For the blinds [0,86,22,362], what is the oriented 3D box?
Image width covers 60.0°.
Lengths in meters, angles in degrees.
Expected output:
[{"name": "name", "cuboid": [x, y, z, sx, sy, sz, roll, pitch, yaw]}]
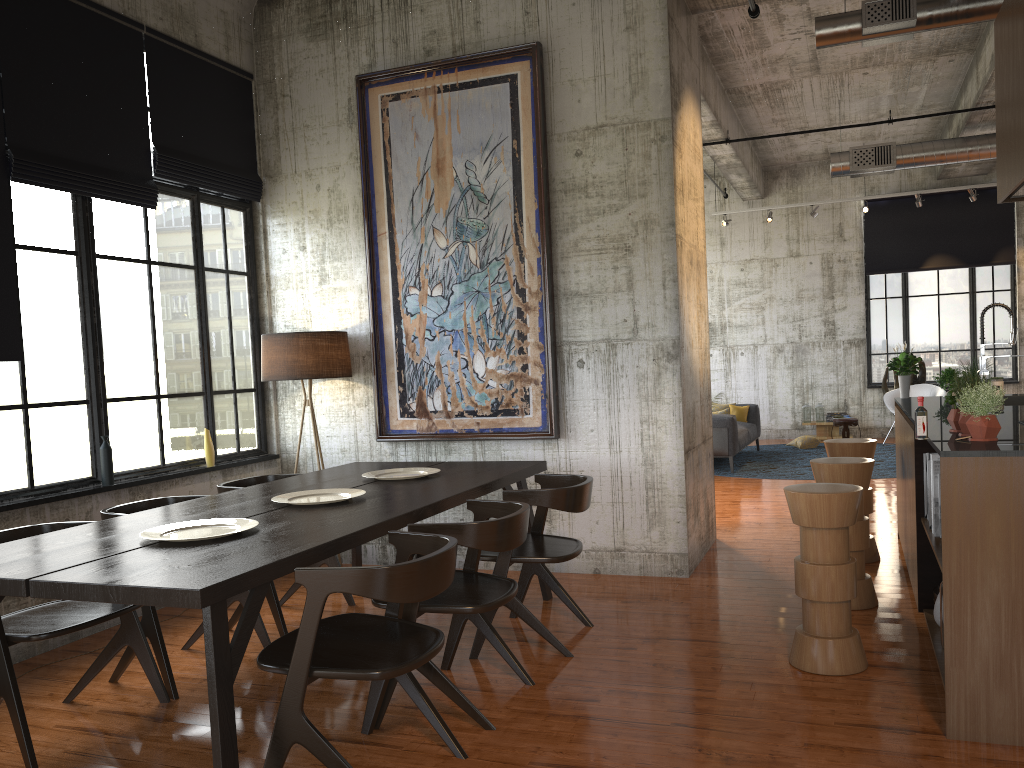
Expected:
[{"name": "blinds", "cuboid": [-3.403, -1.388, 5.023, 0.034, 2.538, 1.213, -2, 3, 21]}]

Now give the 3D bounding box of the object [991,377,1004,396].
[{"name": "object", "cuboid": [4.064, 0.019, 7.424, 0.107, 0.158, 0.107, -4, 3, -34]}]

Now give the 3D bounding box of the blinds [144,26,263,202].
[{"name": "blinds", "cuboid": [-2.511, -2.181, 7.342, 0.052, 1.144, 1.294, -2, 2, 21]}]

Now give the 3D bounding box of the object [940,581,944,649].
[{"name": "object", "cuboid": [2.341, 1.190, 4.693, 0.137, 0.433, 0.137, -1, 4, 32]}]

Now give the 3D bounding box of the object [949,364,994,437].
[{"name": "object", "cuboid": [2.245, 0.070, 4.349, 0.186, 0.368, 0.196, -4, 3, -29]}]

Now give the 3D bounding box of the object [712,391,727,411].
[{"name": "object", "cuboid": [1.439, 0.420, 9.210, 1.888, 2.067, 1.510, -1, 3, 44]}]

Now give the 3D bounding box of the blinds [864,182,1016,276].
[{"name": "blinds", "cuboid": [7.690, -2.790, 16.010, 2.444, 1.466, 0.150, -2, 3, 21]}]

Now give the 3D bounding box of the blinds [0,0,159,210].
[{"name": "blinds", "cuboid": [-2.965, -2.004, 6.146, 0.052, 1.400, 1.252, -2, 3, 21]}]

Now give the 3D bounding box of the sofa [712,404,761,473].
[{"name": "sofa", "cuboid": [3.141, 0.825, 14.279, 1.362, 0.862, 2.999, -2, 2, 23]}]

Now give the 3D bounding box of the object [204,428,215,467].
[{"name": "object", "cuboid": [-2.478, 0.517, 7.255, 0.073, 0.319, 0.074, -4, 3, -17]}]

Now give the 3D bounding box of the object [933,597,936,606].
[{"name": "object", "cuboid": [2.620, 1.328, 5.261, 0.216, 0.105, 0.215, -2, 2, 31]}]

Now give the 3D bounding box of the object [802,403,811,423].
[{"name": "object", "cuboid": [5.541, 0.544, 16.647, 0.163, 0.362, 0.162, -2, 3, 19]}]

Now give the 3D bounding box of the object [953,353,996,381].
[{"name": "object", "cuboid": [3.920, -0.088, 7.496, 0.361, 0.382, 0.305, -4, 3, -35]}]

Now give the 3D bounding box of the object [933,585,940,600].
[{"name": "object", "cuboid": [2.617, 1.274, 5.257, 0.216, 0.128, 0.217, -2, 2, 16]}]

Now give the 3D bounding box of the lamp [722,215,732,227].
[{"name": "lamp", "cuboid": [3.966, -3.016, 16.426, 0.260, 0.211, 0.102, -4, 3, -34]}]

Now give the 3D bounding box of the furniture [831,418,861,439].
[{"name": "furniture", "cuboid": [5.900, 0.842, 15.663, 0.431, 0.478, 0.431, -4, 3, -24]}]

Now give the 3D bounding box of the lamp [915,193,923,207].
[{"name": "lamp", "cuboid": [6.981, -3.138, 15.212, 0.165, 0.251, 0.102, -5, 4, -44]}]

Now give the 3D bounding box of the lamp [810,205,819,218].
[{"name": "lamp", "cuboid": [5.409, -3.074, 15.852, 0.182, 0.241, 0.102, -2, 3, 16]}]

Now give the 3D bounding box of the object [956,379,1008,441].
[{"name": "object", "cuboid": [2.182, 0.120, 4.121, 0.221, 0.284, 0.210, -1, 3, 29]}]

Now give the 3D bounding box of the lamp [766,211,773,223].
[{"name": "lamp", "cuboid": [4.699, -3.044, 16.160, 0.102, 0.228, 0.198, -1, 3, 31]}]

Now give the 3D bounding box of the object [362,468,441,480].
[{"name": "object", "cuboid": [-0.744, 0.608, 5.968, 0.527, 0.025, 0.526, -2, 2, 31]}]

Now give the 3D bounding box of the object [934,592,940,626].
[{"name": "object", "cuboid": [2.489, 1.270, 5.023, 0.181, 0.244, 0.181, -4, 3, -21]}]

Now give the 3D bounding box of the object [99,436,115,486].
[{"name": "object", "cuboid": [-2.863, 0.543, 6.260, 0.080, 0.352, 0.080, -5, 4, -38]}]

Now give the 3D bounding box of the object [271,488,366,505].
[{"name": "object", "cuboid": [-1.097, 0.646, 5.046, 0.527, 0.025, 0.526, -2, 2, 31]}]

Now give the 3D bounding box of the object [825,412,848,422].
[{"name": "object", "cuboid": [6.054, 0.623, 16.545, 0.424, 0.153, 0.381, -2, 2, 21]}]

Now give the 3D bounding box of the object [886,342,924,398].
[{"name": "object", "cuboid": [3.395, -0.125, 7.664, 0.303, 0.503, 0.268, -4, 3, -27]}]

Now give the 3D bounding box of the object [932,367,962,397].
[{"name": "object", "cuboid": [3.742, -0.019, 7.592, 0.231, 0.258, 0.236, -4, 3, -31]}]

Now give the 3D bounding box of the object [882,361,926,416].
[{"name": "object", "cuboid": [7.096, 0.171, 16.039, 0.728, 1.298, 0.455, -1, 3, 33]}]

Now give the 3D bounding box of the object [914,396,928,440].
[{"name": "object", "cuboid": [1.985, 0.164, 4.302, 0.056, 0.209, 0.056, -2, 3, 21]}]

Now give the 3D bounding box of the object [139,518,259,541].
[{"name": "object", "cuboid": [-1.450, 0.684, 4.125, 0.527, 0.025, 0.526, -2, 2, 31]}]

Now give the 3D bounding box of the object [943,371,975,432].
[{"name": "object", "cuboid": [2.327, 0.089, 4.580, 0.179, 0.312, 0.172, -1, 3, 27]}]

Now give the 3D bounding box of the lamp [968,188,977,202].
[{"name": "lamp", "cuboid": [7.752, -3.169, 14.918, 0.165, 0.251, 0.102, -4, 3, -24]}]

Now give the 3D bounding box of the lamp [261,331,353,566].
[{"name": "lamp", "cuboid": [-1.700, 0.601, 7.535, 0.752, 2.059, 0.751, -1, 3, 33]}]

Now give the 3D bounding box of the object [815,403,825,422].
[{"name": "object", "cuboid": [5.757, 0.536, 16.563, 0.163, 0.362, 0.162, -2, 3, 24]}]

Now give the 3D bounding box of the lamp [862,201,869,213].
[{"name": "lamp", "cuboid": [6.203, -3.105, 15.569, 0.102, 0.211, 0.260, -2, 2, 16]}]
